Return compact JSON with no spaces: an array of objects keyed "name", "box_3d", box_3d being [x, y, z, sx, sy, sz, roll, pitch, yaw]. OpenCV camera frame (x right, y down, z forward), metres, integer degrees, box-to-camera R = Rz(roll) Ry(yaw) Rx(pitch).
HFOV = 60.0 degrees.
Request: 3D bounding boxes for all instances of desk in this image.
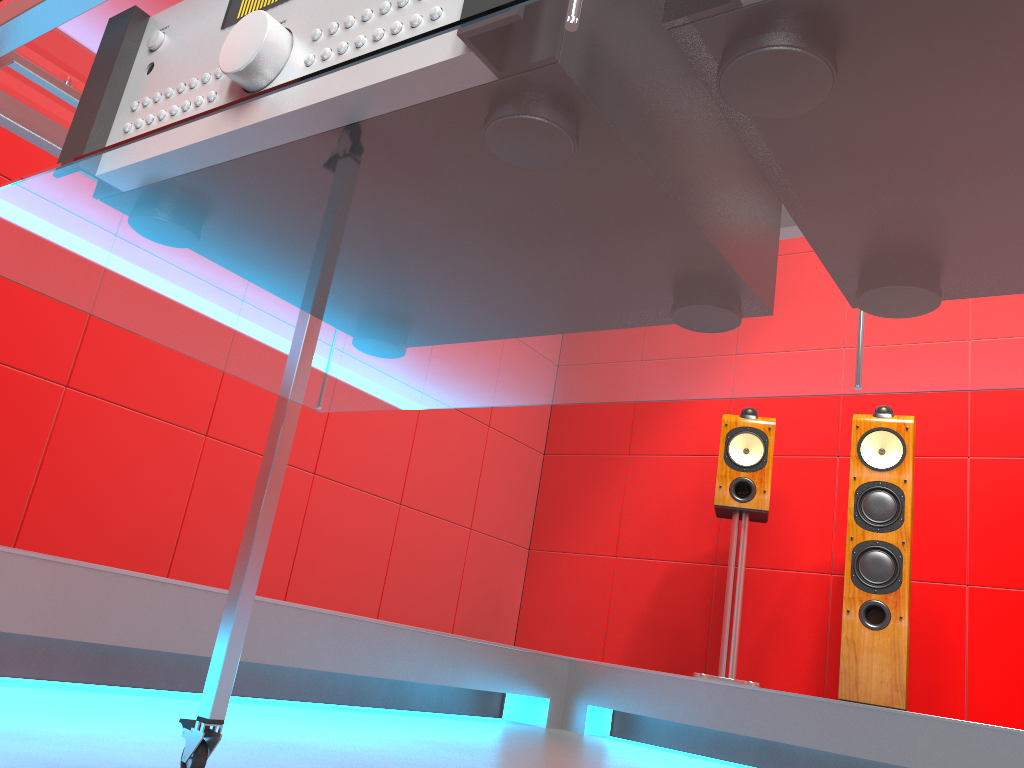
[{"name":"desk","box_3d":[0.121,0.045,0.559,1.617,0.690,0.594,-3,-21,35]}]

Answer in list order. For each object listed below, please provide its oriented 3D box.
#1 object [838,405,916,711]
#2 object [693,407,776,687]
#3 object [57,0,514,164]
[{"name":"object","box_3d":[1.299,0.597,3.137,0.203,1.052,0.238,1,-19,26]},{"name":"object","box_3d":[0.879,0.615,3.437,0.231,1.058,0.265,4,-18,17]},{"name":"object","box_3d":[-0.062,-0.169,0.702,0.431,0.158,0.371,-3,-21,35]}]
